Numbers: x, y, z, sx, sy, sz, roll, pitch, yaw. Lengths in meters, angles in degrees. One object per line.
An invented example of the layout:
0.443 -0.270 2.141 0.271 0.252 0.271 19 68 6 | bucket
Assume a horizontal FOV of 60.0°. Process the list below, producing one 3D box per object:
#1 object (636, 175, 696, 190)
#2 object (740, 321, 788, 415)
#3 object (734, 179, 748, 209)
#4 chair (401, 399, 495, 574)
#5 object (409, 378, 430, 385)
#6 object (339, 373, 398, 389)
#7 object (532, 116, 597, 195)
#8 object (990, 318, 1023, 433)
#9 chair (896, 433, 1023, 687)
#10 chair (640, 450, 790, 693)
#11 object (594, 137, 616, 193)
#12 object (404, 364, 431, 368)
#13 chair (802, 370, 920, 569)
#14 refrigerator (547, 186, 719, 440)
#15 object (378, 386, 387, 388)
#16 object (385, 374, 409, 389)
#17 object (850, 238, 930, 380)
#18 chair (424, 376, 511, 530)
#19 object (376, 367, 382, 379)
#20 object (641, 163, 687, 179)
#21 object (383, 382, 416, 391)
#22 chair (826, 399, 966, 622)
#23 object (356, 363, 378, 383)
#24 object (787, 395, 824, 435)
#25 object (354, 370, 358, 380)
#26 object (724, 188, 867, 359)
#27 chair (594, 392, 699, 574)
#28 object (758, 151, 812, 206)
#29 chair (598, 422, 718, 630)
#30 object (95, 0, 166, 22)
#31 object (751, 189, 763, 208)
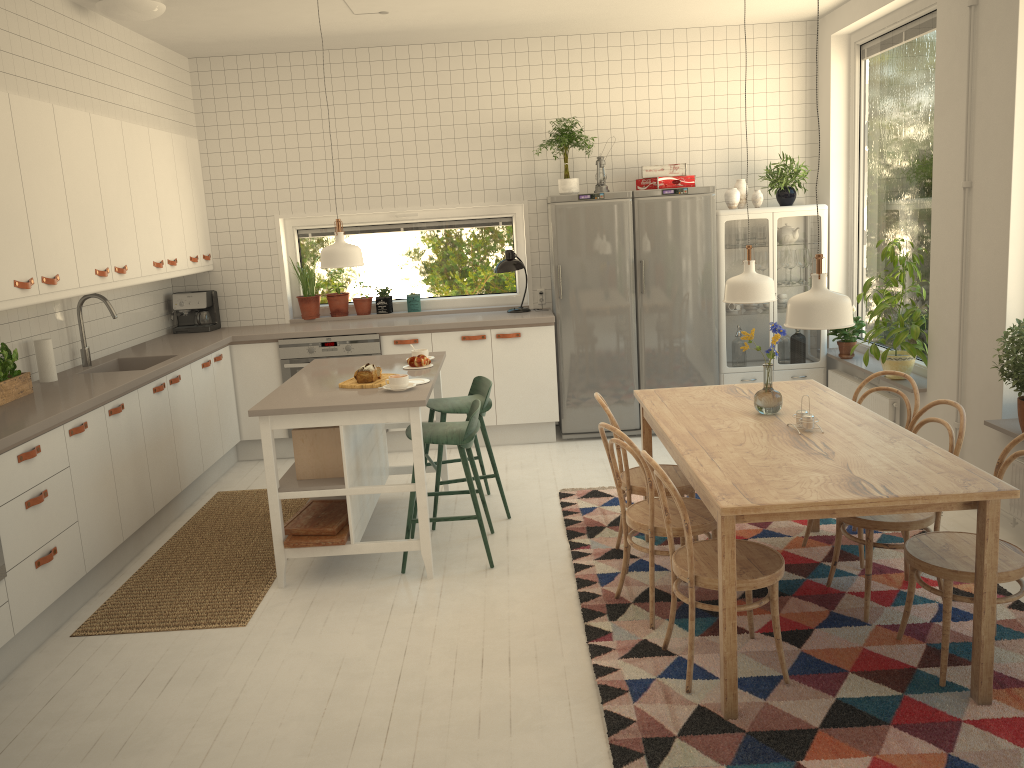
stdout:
1.098 -1.438 6.350 0.309 0.082 0.313 -7 12 -20 | object
1.079 -0.065 3.729 0.145 0.388 0.206 -12 13 -37 | object
1.631 -1.354 6.317 0.102 0.206 0.102 -6 11 -16 | object
-0.332 0.478 4.386 0.446 0.751 0.486 -4 11 0 | chair
-0.489 -0.009 4.381 0.167 0.005 0.167 -4 11 -4 | object
-0.711 -0.016 4.450 0.237 0.019 0.307 0 11 16 | object
0.394 -1.606 6.223 0.474 0.544 0.468 -1 11 14 | object
2.342 -0.037 3.935 0.383 0.560 0.395 -4 11 -2 | object
1.613 0.571 3.059 0.483 0.809 0.386 -3 11 3 | chair
0.709 0.614 3.118 0.483 0.809 0.386 -4 11 -2 | chair
0.647 -1.542 6.243 0.163 0.383 0.155 1 11 22 | object
-0.513 -0.098 4.838 0.122 0.005 0.120 0 11 18 | object
1.619 0.370 4.101 0.484 0.809 0.386 -9 12 -27 | chair
0.885 -0.510 6.525 1.146 1.775 0.560 -3 11 0 | refrigerator
-0.595 0.011 4.230 0.028 0.011 0.132 5 14 38 | object
-0.539 -0.010 4.212 0.099 0.064 0.094 -13 14 -41 | object
2.283 -0.435 5.278 0.485 0.840 0.616 -7 11 -20 | object
-0.303 0.360 4.993 0.446 0.751 0.485 -6 11 -15 | chair
-0.695 -0.057 4.455 0.083 0.057 0.072 -2 11 6 | object
1.091 -1.519 6.338 0.312 0.082 0.308 -1 11 12 | object
-0.535 0.017 4.219 0.160 0.020 0.160 -11 13 -34 | object
1.533 0.481 3.552 0.483 0.809 0.386 -4 11 -2 | chair
-0.717 -0.054 4.374 0.086 0.087 0.090 -2 11 8 | object
1.144 0.110 3.462 0.095 0.138 0.155 -3 11 0 | object
-0.754 -0.058 4.458 0.079 0.067 0.074 -3 11 2 | object
1.965 -0.770 6.155 0.943 1.206 0.261 0 11 16 | object
0.640 0.427 4.114 0.483 0.809 0.386 -3 11 3 | chair
1.952 -1.469 6.354 0.371 0.384 0.373 0 11 18 | object
0.612 0.525 3.613 0.484 0.809 0.386 -7 11 -17 | chair
-2.044 -2.009 4.764 0.351 0.101 0.352 6 15 41 | object
1.733 -1.308 6.262 0.082 0.126 0.082 -9 12 -27 | object
